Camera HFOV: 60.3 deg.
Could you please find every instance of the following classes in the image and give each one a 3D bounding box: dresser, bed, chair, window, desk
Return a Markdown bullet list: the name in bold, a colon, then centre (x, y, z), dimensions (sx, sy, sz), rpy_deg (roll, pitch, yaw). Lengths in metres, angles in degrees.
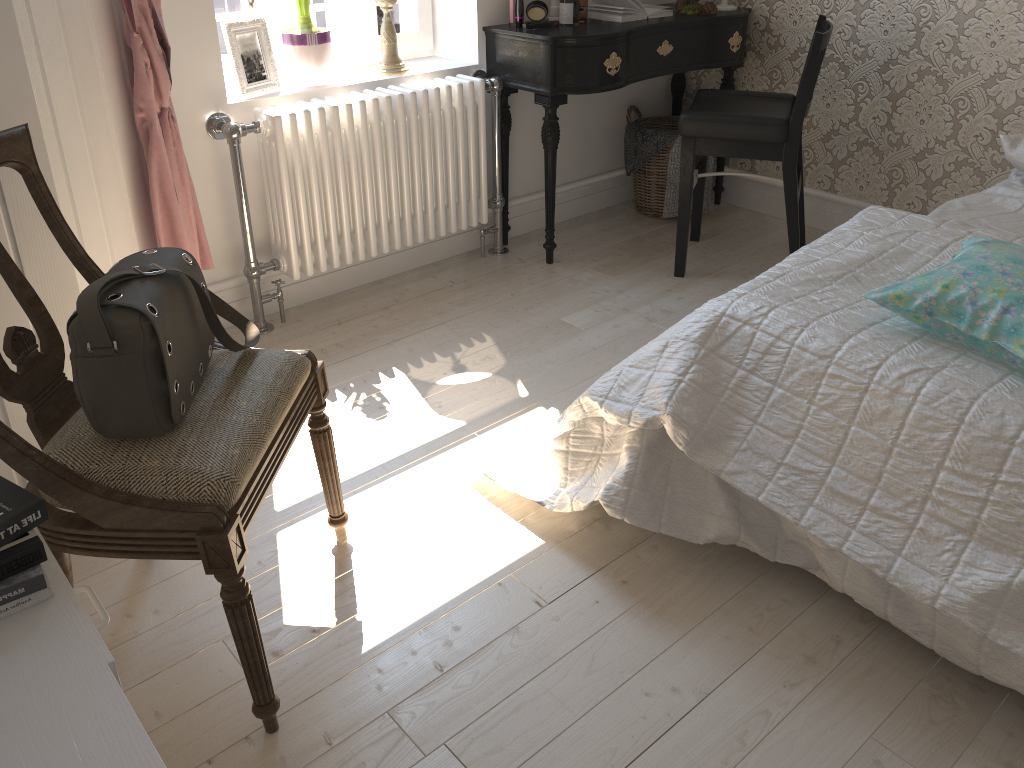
- **dresser**: centre (-1.189, -0.958, 1.665), dimensions (1.042, 2.485, 0.717), rpy_deg (-22, 33, -36)
- **bed**: centre (1.328, -0.066, 1.933), dimensions (2.250, 0.608, 1.997), rpy_deg (-23, 36, -35)
- **chair**: centre (0.834, -0.821, 3.082), dimensions (0.459, 0.829, 0.473), rpy_deg (8, 28, 17)
- **window**: centre (-0.650, -1.852, 2.683), dimensions (0.966, 1.715, 0.113), rpy_deg (-22, 33, -37)
- **chair**: centre (-0.632, 0.056, 1.502), dimensions (0.538, 0.857, 0.541), rpy_deg (1, 27, 4)
- **desk**: centre (0.458, -1.012, 3.471), dimensions (1.125, 0.792, 0.445), rpy_deg (-23, 34, -36)

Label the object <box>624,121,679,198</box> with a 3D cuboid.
- **object**: centre (0.627, -0.926, 3.690), dimensions (0.373, 0.320, 0.310), rpy_deg (-22, 34, -35)

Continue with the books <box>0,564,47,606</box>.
- **books**: centre (-0.745, 0.241, 1.104), dimensions (0.262, 0.022, 0.217), rpy_deg (-20, 34, -31)

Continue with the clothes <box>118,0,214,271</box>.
- **clothes**: centre (-0.843, -0.566, 2.155), dimensions (0.092, 0.843, 0.342), rpy_deg (-5, 26, -10)

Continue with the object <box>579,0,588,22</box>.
- **object**: centre (0.247, -1.381, 3.193), dimensions (0.054, 0.133, 0.056), rpy_deg (-1, 26, -1)

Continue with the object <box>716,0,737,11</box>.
- **object**: centre (0.843, -1.549, 3.492), dimensions (0.105, 0.126, 0.109), rpy_deg (-3, 27, -5)

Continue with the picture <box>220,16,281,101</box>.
- **picture**: centre (-0.785, -0.987, 2.671), dimensions (0.050, 0.217, 0.182), rpy_deg (13, 30, 26)

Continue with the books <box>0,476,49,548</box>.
- **books**: centre (-0.748, 0.193, 1.082), dimensions (0.193, 0.031, 0.266), rpy_deg (16, 33, 28)

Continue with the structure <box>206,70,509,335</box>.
- **structure**: centre (-0.435, -0.638, 2.960), dimensions (1.087, 0.656, 0.169), rpy_deg (-23, 34, -36)

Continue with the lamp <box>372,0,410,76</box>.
- **lamp**: centre (-0.420, -1.354, 2.900), dimensions (0.342, 0.628, 0.351), rpy_deg (-14, 29, -25)

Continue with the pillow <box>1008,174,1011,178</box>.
- **pillow**: centre (1.987, -0.590, 2.332), dimensions (0.316, 0.341, 1.282), rpy_deg (-21, 35, -34)

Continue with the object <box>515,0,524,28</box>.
- **object**: centre (0.026, -1.305, 3.076), dimensions (0.031, 0.115, 0.057), rpy_deg (-2, 26, -2)

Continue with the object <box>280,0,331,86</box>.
- **object**: centre (-0.658, -1.228, 2.752), dimensions (0.159, 0.555, 0.160), rpy_deg (16, 30, 31)

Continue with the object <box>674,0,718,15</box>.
- **object**: centre (0.816, -1.690, 3.318), dimensions (0.544, 0.577, 0.328), rpy_deg (9, 28, 18)

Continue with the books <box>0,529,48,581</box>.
- **books**: centre (-0.737, 0.218, 1.096), dimensions (0.244, 0.027, 0.195), rpy_deg (-25, 37, -37)

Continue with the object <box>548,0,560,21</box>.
- **object**: centre (0.160, -1.386, 3.210), dimensions (0.057, 0.129, 0.060), rpy_deg (4, 26, 9)

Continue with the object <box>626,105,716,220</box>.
- **object**: centre (0.682, -0.946, 3.733), dimensions (0.394, 0.416, 0.409), rpy_deg (-5, 27, -8)

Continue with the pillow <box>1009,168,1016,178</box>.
- **pillow**: centre (1.707, -0.623, 2.468), dimensions (0.207, 0.292, 0.574), rpy_deg (-21, 34, -35)

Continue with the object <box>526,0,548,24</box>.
- **object**: centre (0.090, -1.308, 3.114), dimensions (0.080, 0.082, 0.086), rpy_deg (-1, 27, -1)

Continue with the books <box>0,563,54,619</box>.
- **books**: centre (-0.734, 0.262, 1.112), dimensions (0.246, 0.022, 0.196), rpy_deg (-22, 35, -33)

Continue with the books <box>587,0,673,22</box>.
- **books**: centre (0.431, -1.433, 3.324), dimensions (0.283, 0.092, 0.231), rpy_deg (-22, 35, -34)

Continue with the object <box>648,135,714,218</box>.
- **object**: centre (0.686, -0.913, 3.698), dimensions (0.290, 0.342, 0.363), rpy_deg (-1, 27, -1)

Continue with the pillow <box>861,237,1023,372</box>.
- **pillow**: centre (0.907, -0.144, 1.610), dimensions (0.367, 0.162, 0.392), rpy_deg (-20, 34, -31)

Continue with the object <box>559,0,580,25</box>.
- **object**: centre (0.204, -1.354, 3.127), dimensions (0.071, 0.152, 0.072), rpy_deg (22, 34, 38)

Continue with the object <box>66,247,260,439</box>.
- **object**: centre (-0.586, -0.102, 1.472), dimensions (0.212, 0.239, 0.416), rpy_deg (1, 28, 4)

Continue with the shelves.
- **shelves**: centre (-0.455, 0.531, 0.851), dimensions (0.374, 0.202, 1.140), rpy_deg (-22, 35, -34)
